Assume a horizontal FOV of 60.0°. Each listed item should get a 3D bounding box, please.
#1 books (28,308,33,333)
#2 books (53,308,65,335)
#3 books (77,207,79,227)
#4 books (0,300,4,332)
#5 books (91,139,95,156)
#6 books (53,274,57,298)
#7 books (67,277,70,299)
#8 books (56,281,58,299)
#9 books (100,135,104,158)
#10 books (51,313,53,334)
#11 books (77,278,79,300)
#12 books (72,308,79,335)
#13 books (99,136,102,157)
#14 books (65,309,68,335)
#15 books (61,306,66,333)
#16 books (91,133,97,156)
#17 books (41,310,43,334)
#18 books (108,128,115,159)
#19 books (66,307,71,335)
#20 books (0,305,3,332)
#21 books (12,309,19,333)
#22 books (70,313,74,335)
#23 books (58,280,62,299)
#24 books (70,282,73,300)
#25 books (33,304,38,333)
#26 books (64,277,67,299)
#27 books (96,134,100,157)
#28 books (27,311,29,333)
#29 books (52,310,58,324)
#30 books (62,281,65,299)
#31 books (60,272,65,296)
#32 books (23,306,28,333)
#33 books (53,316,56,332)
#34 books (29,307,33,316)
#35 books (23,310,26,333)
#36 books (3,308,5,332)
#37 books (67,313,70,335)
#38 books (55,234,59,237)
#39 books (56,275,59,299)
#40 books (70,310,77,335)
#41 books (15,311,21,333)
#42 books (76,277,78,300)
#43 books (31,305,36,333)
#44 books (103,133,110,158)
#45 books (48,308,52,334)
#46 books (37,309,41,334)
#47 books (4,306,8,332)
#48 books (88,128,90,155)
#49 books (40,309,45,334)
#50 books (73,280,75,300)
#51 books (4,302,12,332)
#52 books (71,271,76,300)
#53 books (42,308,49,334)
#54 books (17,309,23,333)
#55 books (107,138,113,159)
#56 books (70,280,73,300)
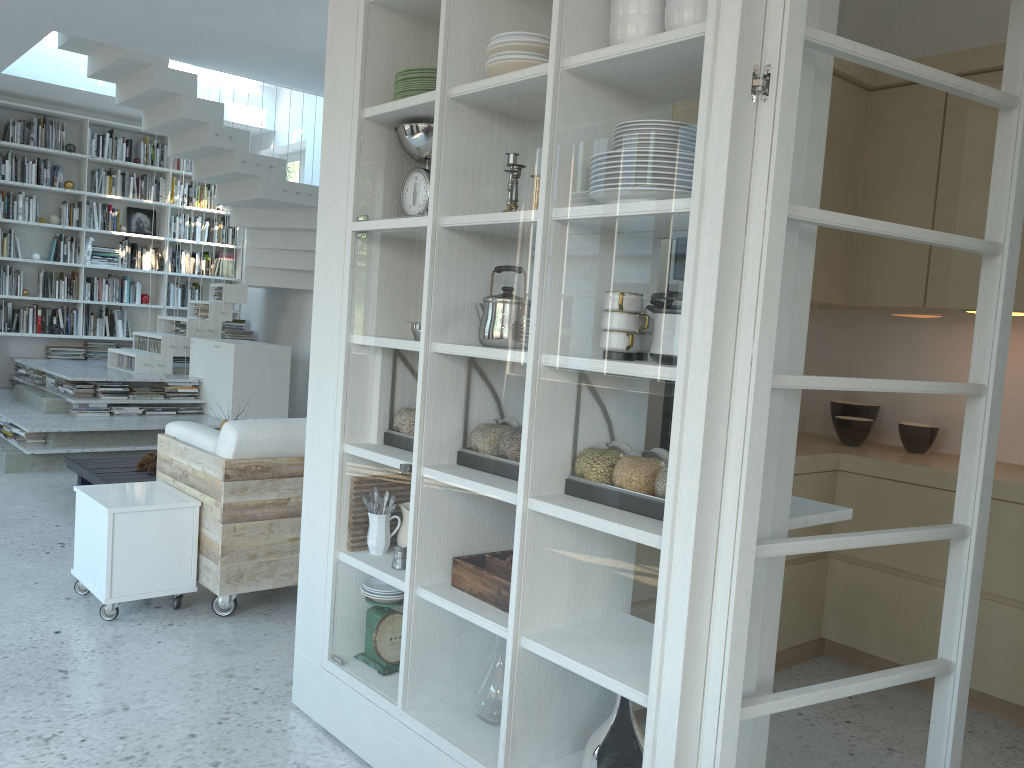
[{"bbox_3d":[-4.900,-0.645,8.993,0.025,0.253,0.181,0,6,-41],"label":"books"},{"bbox_3d":[-4.688,-0.649,9.177,0.070,0.266,0.185,0,6,-41],"label":"books"},{"bbox_3d":[-4.515,-1.723,9.190,0.013,0.221,0.155,0,6,-41],"label":"books"},{"bbox_3d":[-5.083,-0.678,8.821,0.010,0.317,0.186,0,6,-41],"label":"books"},{"bbox_3d":[-4.363,-2.431,9.186,0.022,0.182,0.189,0,6,-41],"label":"books"},{"bbox_3d":[-4.708,-1.006,9.096,0.018,0.251,0.183,0,6,-41],"label":"books"},{"bbox_3d":[-4.619,-0.997,9.201,0.021,0.232,0.155,0,6,-41],"label":"books"},{"bbox_3d":[-4.696,-0.972,9.111,0.018,0.182,0.182,0,6,-41],"label":"books"},{"bbox_3d":[-4.305,-2.466,9.273,0.027,0.250,0.140,0,6,-41],"label":"books"},{"bbox_3d":[-4.757,-0.623,9.134,0.022,0.211,0.135,0,6,-41],"label":"books"},{"bbox_3d":[-4.553,-0.993,9.266,0.009,0.224,0.146,0,6,-41],"label":"books"},{"bbox_3d":[-4.568,-0.650,9.278,0.025,0.273,0.171,0,6,-41],"label":"books"},{"bbox_3d":[-4.314,-2.455,9.244,0.024,0.231,0.168,0,6,-41],"label":"books"},{"bbox_3d":[-4.650,-0.649,9.223,0.021,0.265,0.150,0,6,-41],"label":"books"},{"bbox_3d":[-4.662,-0.663,9.210,0.013,0.294,0.134,0,6,-41],"label":"books"},{"bbox_3d":[-4.350,-2.465,9.207,0.025,0.251,0.177,0,6,-41],"label":"books"},{"bbox_3d":[-4.830,-0.638,9.072,0.025,0.238,0.156,0,6,-41],"label":"books"},{"bbox_3d":[-4.210,-2.504,9.314,0.014,0.332,0.180,0,6,-41],"label":"books"},{"bbox_3d":[-4.636,-0.658,9.251,0.012,0.282,0.143,0,6,-41],"label":"books"},{"bbox_3d":[-5.097,-0.652,8.812,0.023,0.262,0.186,0,6,-41],"label":"books"},{"bbox_3d":[-5.008,-0.636,8.911,0.065,0.231,0.161,0,6,-41],"label":"books"},{"bbox_3d":[-4.604,-0.628,9.242,0.025,0.228,0.175,0,6,-41],"label":"books"},{"bbox_3d":[-4.671,-0.978,9.145,0.015,0.195,0.175,0,6,-41],"label":"books"},{"bbox_3d":[-4.589,-0.969,9.195,0.016,0.180,0.189,0,6,-41],"label":"books"},{"bbox_3d":[-4.854,-0.664,9.025,0.012,0.293,0.175,0,6,-41],"label":"books"},{"bbox_3d":[-4.637,-0.995,9.168,0.018,0.230,0.181,0,6,-41],"label":"books"},{"bbox_3d":[-4.327,-2.460,9.221,0.026,0.242,0.184,0,6,-41],"label":"books"},{"bbox_3d":[-4.925,-0.631,8.995,0.012,0.221,0.153,0,6,-41],"label":"books"},{"bbox_3d":[-4.722,-0.641,9.157,0.012,0.249,0.164,0,6,-41],"label":"books"},{"bbox_3d":[-4.656,-0.972,9.153,0.019,0.183,0.190,0,6,-41],"label":"books"},{"bbox_3d":[-4.645,-1.018,9.159,0.006,0.274,0.172,0,6,-41],"label":"books"},{"bbox_3d":[-4.930,-0.654,8.980,0.014,0.268,0.171,0,6,-41],"label":"books"},{"bbox_3d":[-4.736,-0.607,9.146,0.025,0.181,0.169,0,6,-41],"label":"books"},{"bbox_3d":[-4.905,-0.652,9.030,0.016,0.261,0.098,0,6,-41],"label":"books"},{"bbox_3d":[-4.948,-0.635,8.971,0.024,0.228,0.159,0,6,-41],"label":"books"},{"bbox_3d":[-5.092,-0.643,8.851,0.015,0.241,0.152,0,6,-41],"label":"books"},{"bbox_3d":[-4.631,-0.625,9.226,0.013,0.220,0.168,0,6,-41],"label":"books"},{"bbox_3d":[-4.674,-1.393,9.111,0.016,0.290,0.135,0,6,-41],"label":"books"},{"bbox_3d":[-4.699,-1.005,9.143,0.030,0.244,0.135,0,6,-41],"label":"books"},{"bbox_3d":[-4.587,-0.643,9.262,0.026,0.258,0.156,0,6,-41],"label":"books"},{"bbox_3d":[-4.980,-0.629,8.937,0.011,0.217,0.175,0,6,-41],"label":"books"},{"bbox_3d":[-4.564,-1.000,9.267,0.007,0.235,0.131,0,6,-41],"label":"books"},{"bbox_3d":[-4.878,-0.662,9.034,0.012,0.285,0.159,0,6,-41],"label":"books"},{"bbox_3d":[-4.264,-2.478,9.283,0.048,0.278,0.150,0,6,-41],"label":"books"},{"bbox_3d":[-4.772,-0.649,9.115,0.026,0.263,0.169,0,6,-41],"label":"books"},{"bbox_3d":[-4.841,-0.640,9.043,0.031,0.244,0.184,0,6,-41],"label":"books"},{"bbox_3d":[-5.062,-0.648,8.844,0.023,0.256,0.178,0,6,-41],"label":"books"},{"bbox_3d":[-4.401,-2.489,9.171,0.028,0.294,0.150,0,6,-41],"label":"books"},{"bbox_3d":[-4.816,-0.640,9.092,0.021,0.243,0.131,0,6,-41],"label":"books"},{"bbox_3d":[-4.577,-0.982,9.228,0.013,0.204,0.158,0,6,-41],"label":"books"},{"bbox_3d":[-5.039,-0.667,8.859,0.030,0.294,0.188,0,6,-41],"label":"books"},{"bbox_3d":[-4.561,-1.027,9.225,0.007,0.296,0.162,0,6,-41],"label":"books"},{"bbox_3d":[-4.787,-0.649,9.094,0.026,0.262,0.173,0,6,-41],"label":"books"},{"bbox_3d":[-4.970,-0.638,8.957,0.029,0.235,0.142,0,6,-41],"label":"books"},{"bbox_3d":[-4.237,-2.454,9.312,0.030,0.231,0.148,0,6,-41],"label":"books"},{"bbox_3d":[-4.594,-0.984,9.226,0.016,0.205,0.141,0,6,-41],"label":"books"}]
